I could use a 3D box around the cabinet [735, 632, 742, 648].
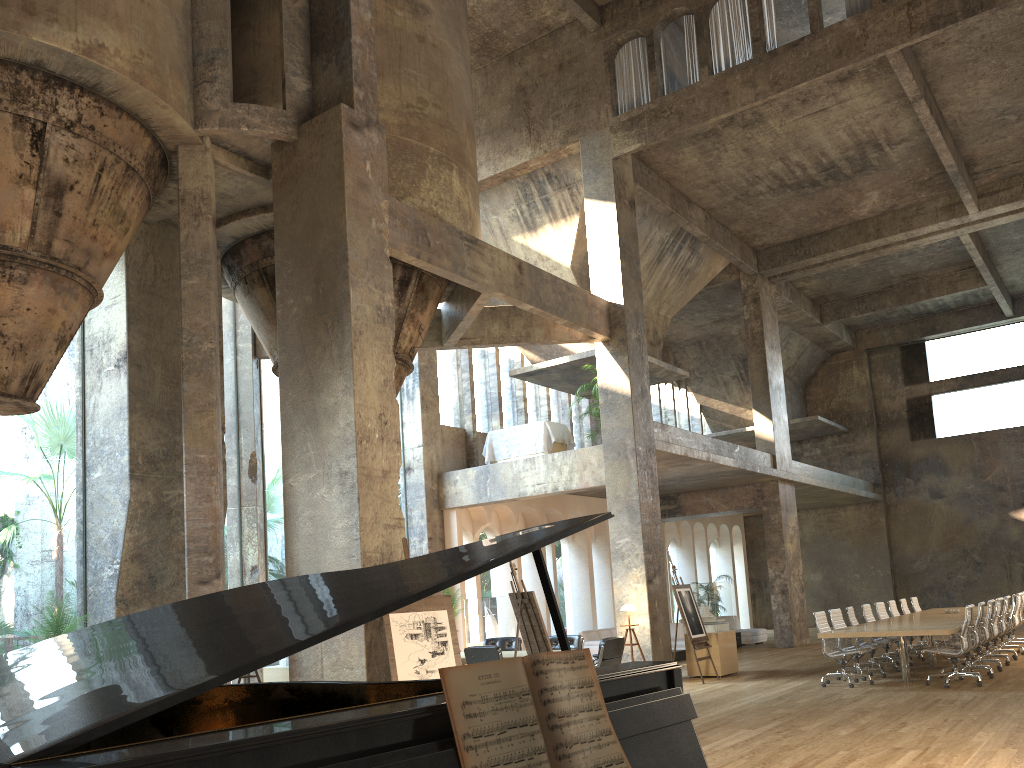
[{"bbox_3d":[4.917,6.050,20.584,0.400,0.362,1.577,-11,-15,34],"label":"cabinet"}]

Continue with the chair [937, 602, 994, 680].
[{"bbox_3d":[6.267,3.559,12.202,0.707,1.007,0.670,-11,-11,38],"label":"chair"}]

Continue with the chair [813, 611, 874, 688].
[{"bbox_3d":[4.616,3.672,12.238,0.708,1.007,0.670,-11,-12,40],"label":"chair"}]

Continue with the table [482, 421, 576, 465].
[{"bbox_3d":[0.319,1.253,17.340,1.770,0.787,1.126,-13,-15,35],"label":"table"}]

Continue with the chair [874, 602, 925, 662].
[{"bbox_3d":[6.664,4.255,15.113,0.708,1.007,0.669,-12,-12,43],"label":"chair"}]

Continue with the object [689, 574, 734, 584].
[{"bbox_3d":[5.444,6.194,24.262,1.420,1.780,1.365,-12,-12,41],"label":"object"}]

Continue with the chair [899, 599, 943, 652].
[{"bbox_3d":[7.728,4.552,16.584,0.707,1.007,0.670,-11,-11,38],"label":"chair"}]

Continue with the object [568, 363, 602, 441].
[{"bbox_3d":[1.810,0.367,16.196,1.420,1.776,1.365,-12,-12,41],"label":"object"}]

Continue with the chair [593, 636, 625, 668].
[{"bbox_3d":[1.069,3.847,11.767,0.829,0.876,0.738,-10,-11,31],"label":"chair"}]

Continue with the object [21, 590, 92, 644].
[{"bbox_3d":[-4.986,2.755,9.824,0.861,0.923,0.700,3,-11,-33],"label":"object"}]

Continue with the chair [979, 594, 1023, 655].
[{"bbox_3d":[8.389,4.153,15.143,0.706,1.007,0.671,-10,-11,34],"label":"chair"}]

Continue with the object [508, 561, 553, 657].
[{"bbox_3d":[0.187,2.787,9.695,0.684,2.108,0.714,-1,-8,-22],"label":"object"}]

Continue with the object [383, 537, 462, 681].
[{"bbox_3d":[-0.838,2.458,8.107,0.702,2.108,0.696,0,-8,-28],"label":"object"}]

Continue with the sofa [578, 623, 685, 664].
[{"bbox_3d":[2.907,5.655,19.198,2.088,0.708,2.956,-13,-16,34],"label":"sofa"}]

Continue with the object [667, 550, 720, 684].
[{"bbox_3d":[2.797,3.704,14.066,0.691,2.108,0.707,-9,-9,34],"label":"object"}]

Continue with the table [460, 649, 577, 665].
[{"bbox_3d":[-0.172,4.244,12.666,2.438,0.687,1.115,-13,-15,35],"label":"table"}]

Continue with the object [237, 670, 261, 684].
[{"bbox_3d":[-3.544,4.120,11.848,0.658,0.955,0.582,-1,-9,-18],"label":"object"}]

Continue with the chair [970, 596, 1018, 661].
[{"bbox_3d":[7.851,3.999,14.383,0.708,1.007,0.670,-11,-12,40],"label":"chair"}]

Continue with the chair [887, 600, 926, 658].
[{"bbox_3d":[7.190,4.402,15.841,0.708,1.007,0.670,-11,-12,40],"label":"chair"}]

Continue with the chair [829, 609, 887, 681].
[{"bbox_3d":[5.096,3.820,12.956,0.708,1.007,0.669,-12,-12,43],"label":"chair"}]

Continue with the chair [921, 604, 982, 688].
[{"bbox_3d":[3.454,3.974,13.130,13.103,1.012,31.806,-13,-17,34],"label":"chair"}]

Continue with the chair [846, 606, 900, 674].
[{"bbox_3d":[5.592,3.961,13.653,0.706,1.007,0.671,-10,-11,34],"label":"chair"}]

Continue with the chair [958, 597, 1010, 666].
[{"bbox_3d":[7.331,3.856,13.673,0.708,1.007,0.669,-12,-12,43],"label":"chair"}]

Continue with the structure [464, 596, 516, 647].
[{"bbox_3d":[-0.384,4.733,16.300,0.600,1.519,0.749,-9,-10,35],"label":"structure"}]

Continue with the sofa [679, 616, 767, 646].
[{"bbox_3d":[5.376,6.341,22.595,2.092,0.707,1.081,-13,-15,34],"label":"sofa"}]

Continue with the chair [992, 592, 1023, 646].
[{"bbox_3d":[9.377,4.439,16.550,0.708,1.007,0.670,-11,-12,40],"label":"chair"}]

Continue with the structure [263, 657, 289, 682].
[{"bbox_3d":[-3.066,4.291,12.747,0.743,0.996,0.750,-10,-11,35],"label":"structure"}]

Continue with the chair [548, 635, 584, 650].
[{"bbox_3d":[0.650,4.172,12.968,0.736,0.876,0.831,-9,-11,29],"label":"chair"}]

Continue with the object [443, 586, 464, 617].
[{"bbox_3d":[-1.221,4.134,16.355,0.693,0.922,0.870,-8,-11,26],"label":"object"}]

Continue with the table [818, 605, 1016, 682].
[{"bbox_3d":[6.995,4.164,14.301,1.619,0.744,7.788,-12,-16,34],"label":"table"}]

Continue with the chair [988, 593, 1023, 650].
[{"bbox_3d":[8.893,4.292,15.835,0.708,1.007,0.669,-12,-12,43],"label":"chair"}]

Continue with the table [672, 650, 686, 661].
[{"bbox_3d":[3.036,5.691,18.308,0.799,0.199,1.121,-13,-16,34],"label":"table"}]

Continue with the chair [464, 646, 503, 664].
[{"bbox_3d":[-0.138,3.910,11.711,0.739,0.876,0.827,-12,-13,41],"label":"chair"}]

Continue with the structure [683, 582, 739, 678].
[{"bbox_3d":[3.321,4.118,14.768,0.600,1.519,0.749,-9,-10,35],"label":"structure"}]

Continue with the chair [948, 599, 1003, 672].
[{"bbox_3d":[6.805,3.709,12.945,0.708,1.007,0.670,-11,-12,40],"label":"chair"}]

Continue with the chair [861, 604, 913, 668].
[{"bbox_3d":[6.145,4.112,14.403,0.708,1.007,0.670,-11,-12,40],"label":"chair"}]

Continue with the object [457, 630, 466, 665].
[{"bbox_3d":[-1.108,5.049,16.218,0.658,0.955,0.582,-4,-9,0],"label":"object"}]

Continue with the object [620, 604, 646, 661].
[{"bbox_3d":[1.786,4.107,13.782,0.576,1.274,0.664,-9,-10,35],"label":"object"}]

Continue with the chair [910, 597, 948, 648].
[{"bbox_3d":[8.287,4.706,17.349,0.708,1.007,0.670,-11,-12,41],"label":"chair"}]

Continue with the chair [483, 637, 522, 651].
[{"bbox_3d":[-0.183,4.363,13.529,0.731,0.876,0.836,-5,-10,9],"label":"chair"}]
